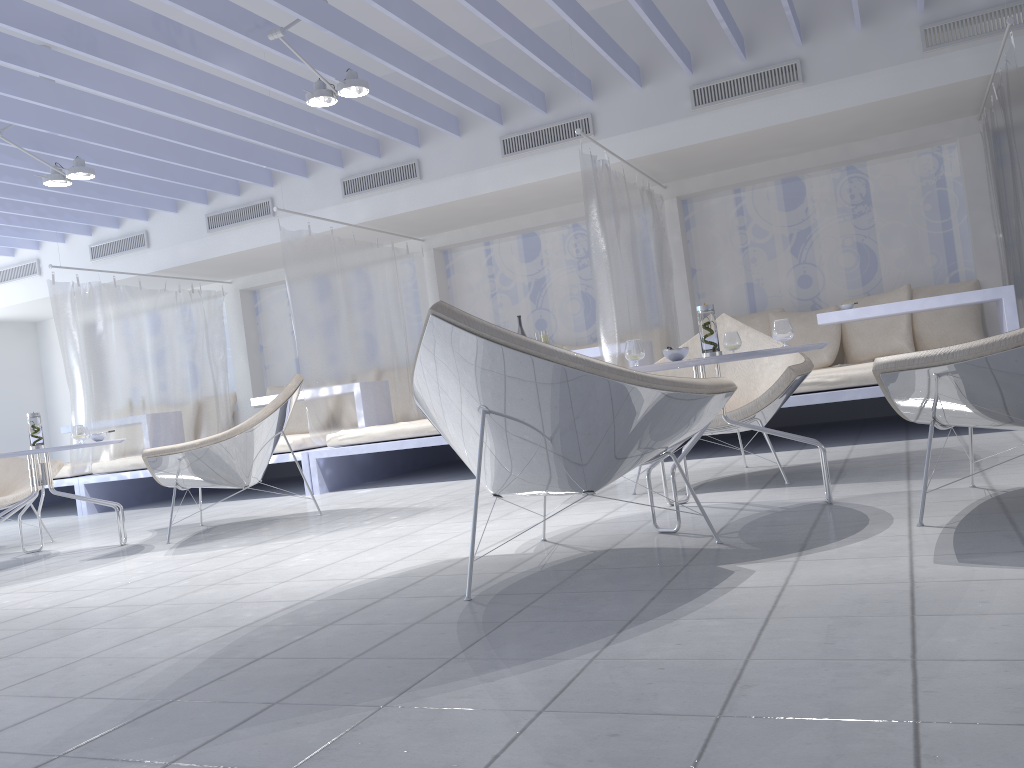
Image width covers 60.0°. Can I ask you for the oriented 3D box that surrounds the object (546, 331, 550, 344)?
[{"bbox_3d":[0.253,-0.297,6.419,0.059,0.174,0.059,-7,-1,-8],"label":"object"}]

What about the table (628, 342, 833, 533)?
[{"bbox_3d":[0.695,0.179,3.059,0.823,0.534,0.825,-7,-1,1],"label":"table"}]

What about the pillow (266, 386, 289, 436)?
[{"bbox_3d":[-2.140,0.244,8.504,0.572,0.510,0.231,-8,-1,23],"label":"pillow"}]

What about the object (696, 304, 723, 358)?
[{"bbox_3d":[0.684,-0.181,3.090,0.075,0.185,0.075,-7,-1,-13],"label":"object"}]

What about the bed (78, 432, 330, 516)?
[{"bbox_3d":[-1.976,0.641,7.391,2.200,0.427,2.016,-8,-1,24],"label":"bed"}]

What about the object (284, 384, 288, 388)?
[{"bbox_3d":[-1.891,0.044,7.482,0.068,0.091,0.068,-7,-1,-40],"label":"object"}]

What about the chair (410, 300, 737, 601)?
[{"bbox_3d":[0.080,0.138,2.507,0.906,0.759,0.753,-8,-1,41],"label":"chair"}]

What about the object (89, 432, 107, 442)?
[{"bbox_3d":[-2.079,0.269,4.460,0.082,0.043,0.082,-7,-1,-8],"label":"object"}]

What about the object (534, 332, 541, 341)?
[{"bbox_3d":[0.194,-0.289,6.445,0.059,0.174,0.059,-7,-1,-8],"label":"object"}]

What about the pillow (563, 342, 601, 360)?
[{"bbox_3d":[0.650,-0.125,7.153,0.528,0.482,0.307,-8,-1,19],"label":"pillow"}]

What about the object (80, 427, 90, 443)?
[{"bbox_3d":[-2.293,0.276,4.743,0.068,0.091,0.068,-8,-1,16],"label":"object"}]

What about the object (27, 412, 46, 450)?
[{"bbox_3d":[-2.396,0.237,4.461,0.075,0.189,0.075,-8,-1,16],"label":"object"}]

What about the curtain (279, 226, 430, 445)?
[{"bbox_3d":[-1.088,-0.360,6.943,0.125,1.559,1.998,-8,-1,22],"label":"curtain"}]

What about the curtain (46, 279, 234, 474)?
[{"bbox_3d":[-3.115,-0.105,7.808,0.151,1.552,2.050,-8,-1,24],"label":"curtain"}]

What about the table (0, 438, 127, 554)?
[{"bbox_3d":[-2.338,0.593,4.422,0.823,0.534,0.825,-8,-1,15],"label":"table"}]

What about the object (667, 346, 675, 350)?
[{"bbox_3d":[0.505,-0.111,2.803,0.012,0.016,0.098,-8,-1,24],"label":"object"}]

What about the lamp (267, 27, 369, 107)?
[{"bbox_3d":[-1.051,-1.668,4.659,0.380,0.218,0.587,-8,-1,24],"label":"lamp"}]

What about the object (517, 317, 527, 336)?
[{"bbox_3d":[0.070,-0.347,6.473,0.092,0.302,0.092,-7,-1,-9],"label":"object"}]

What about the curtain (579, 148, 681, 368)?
[{"bbox_3d":[0.884,-0.651,6.013,0.151,1.552,2.050,-8,-1,24],"label":"curtain"}]

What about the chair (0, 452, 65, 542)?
[{"bbox_3d":[-3.152,0.594,5.036,0.753,0.759,0.906,-8,-1,34],"label":"chair"}]

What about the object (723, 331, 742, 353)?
[{"bbox_3d":[0.825,-0.150,3.318,0.068,0.091,0.068,-8,-1,14],"label":"object"}]

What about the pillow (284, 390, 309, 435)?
[{"bbox_3d":[-1.866,0.219,8.283,0.528,0.482,0.307,-8,-1,29],"label":"pillow"}]

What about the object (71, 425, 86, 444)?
[{"bbox_3d":[-2.105,0.246,4.307,0.068,0.091,0.068,-7,-1,-38],"label":"object"}]

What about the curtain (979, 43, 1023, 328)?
[{"bbox_3d":[2.912,-0.907,5.147,0.125,1.559,1.998,-8,-1,22],"label":"curtain"}]

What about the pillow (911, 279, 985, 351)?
[{"bbox_3d":[3.012,-0.446,6.180,0.524,0.521,0.230,-8,-1,22],"label":"pillow"}]

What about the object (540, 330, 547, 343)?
[{"bbox_3d":[0.233,-0.296,6.358,0.059,0.174,0.059,-7,-1,-8],"label":"object"}]

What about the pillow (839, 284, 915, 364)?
[{"bbox_3d":[2.608,-0.415,6.333,0.537,0.527,0.233,-8,-1,44],"label":"pillow"}]

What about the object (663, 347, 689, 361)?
[{"bbox_3d":[0.525,-0.093,2.830,0.082,0.043,0.082,-8,-1,26],"label":"object"}]

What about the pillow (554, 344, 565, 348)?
[{"bbox_3d":[0.211,-0.088,7.409,0.537,0.527,0.233,-7,-1,4],"label":"pillow"}]

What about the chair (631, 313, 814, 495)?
[{"bbox_3d":[0.923,0.048,4.005,0.906,0.759,0.753,-8,-1,28],"label":"chair"}]

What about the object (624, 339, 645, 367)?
[{"bbox_3d":[0.406,-0.100,2.934,0.068,0.091,0.068,-8,-1,14],"label":"object"}]

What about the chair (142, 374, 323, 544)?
[{"bbox_3d":[-1.418,0.363,4.658,0.753,0.759,0.906,-7,-1,-6],"label":"chair"}]

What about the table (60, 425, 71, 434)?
[{"bbox_3d":[-3.542,0.540,8.091,1.065,0.450,0.416,-8,-1,24],"label":"table"}]

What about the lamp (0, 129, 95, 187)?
[{"bbox_3d":[-2.943,-1.410,5.509,0.380,0.218,0.587,-8,-1,24],"label":"lamp"}]

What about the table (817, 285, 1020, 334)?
[{"bbox_3d":[2.459,-0.279,5.397,1.065,0.450,0.416,-8,-1,24],"label":"table"}]

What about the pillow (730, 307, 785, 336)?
[{"bbox_3d":[1.857,-0.302,6.709,0.572,0.510,0.231,-8,-1,23],"label":"pillow"}]

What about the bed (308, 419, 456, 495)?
[{"bbox_3d":[0.028,0.370,6.509,2.200,0.422,2.022,-8,-1,24],"label":"bed"}]

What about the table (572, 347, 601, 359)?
[{"bbox_3d":[0.453,-0.005,6.297,1.065,0.450,0.416,-8,-1,24],"label":"table"}]

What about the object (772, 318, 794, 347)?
[{"bbox_3d":[0.872,-0.162,2.853,0.068,0.091,0.068,-8,-1,14],"label":"object"}]

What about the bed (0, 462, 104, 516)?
[{"bbox_3d":[-3.969,0.916,8.304,2.200,0.422,2.022,-8,-1,24],"label":"bed"}]

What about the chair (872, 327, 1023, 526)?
[{"bbox_3d":[1.523,-0.051,2.465,0.753,0.759,0.906,-8,-1,39],"label":"chair"}]

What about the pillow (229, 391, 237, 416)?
[{"bbox_3d":[-3.004,0.362,8.892,0.572,0.510,0.231,-8,-1,25],"label":"pillow"}]

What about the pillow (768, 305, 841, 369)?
[{"bbox_3d":[2.131,-0.327,6.488,0.528,0.482,0.307,-8,-1,29],"label":"pillow"}]

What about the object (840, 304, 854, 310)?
[{"bbox_3d":[2.113,-0.480,5.594,0.082,0.043,0.082,-7,-1,-15],"label":"object"}]

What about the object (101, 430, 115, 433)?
[{"bbox_3d":[-2.050,0.245,4.461,0.098,0.016,0.012,-7,-1,-10],"label":"object"}]

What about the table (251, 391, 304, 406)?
[{"bbox_3d":[-1.535,0.266,7.190,1.065,0.450,0.416,-8,-1,24],"label":"table"}]

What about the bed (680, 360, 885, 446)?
[{"bbox_3d":[2.022,0.095,5.596,2.200,0.427,2.016,-8,-1,24],"label":"bed"}]
